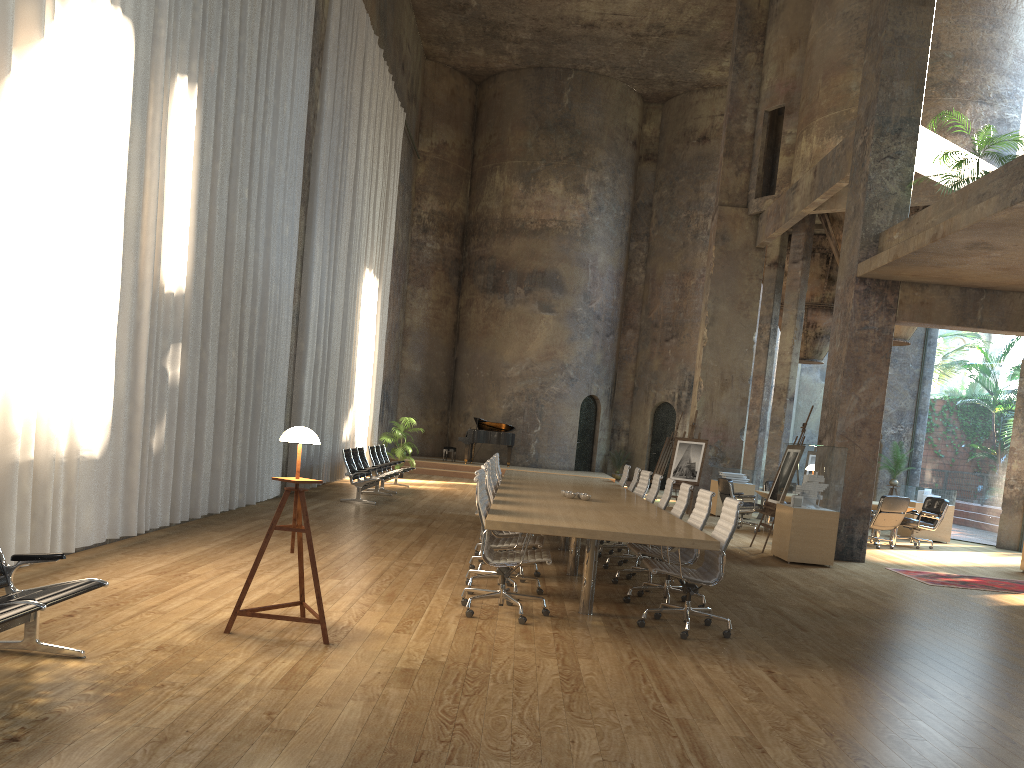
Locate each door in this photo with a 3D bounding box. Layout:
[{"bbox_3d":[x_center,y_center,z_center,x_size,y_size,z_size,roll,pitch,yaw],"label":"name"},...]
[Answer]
[{"bbox_3d":[4.512,1.849,26.246,0.893,2.652,0.111,9,6,43],"label":"door"},{"bbox_3d":[2.173,1.464,26.252,0.905,2.315,0.090,2,6,-41],"label":"door"}]

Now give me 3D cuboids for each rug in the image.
[{"bbox_3d":[6.200,2.538,11.112,2.462,0.009,1.341,5,-3,1],"label":"rug"}]

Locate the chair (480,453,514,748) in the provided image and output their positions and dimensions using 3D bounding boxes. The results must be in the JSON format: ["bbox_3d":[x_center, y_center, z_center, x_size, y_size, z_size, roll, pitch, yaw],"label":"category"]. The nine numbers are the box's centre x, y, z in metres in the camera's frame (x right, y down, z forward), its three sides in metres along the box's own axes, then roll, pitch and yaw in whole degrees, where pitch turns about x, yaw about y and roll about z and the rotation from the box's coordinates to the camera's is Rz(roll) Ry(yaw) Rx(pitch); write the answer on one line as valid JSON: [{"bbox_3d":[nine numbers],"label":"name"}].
[{"bbox_3d":[2.839,1.814,12.827,12.948,1.038,31.374,5,-3,1],"label":"chair"}]

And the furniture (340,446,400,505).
[{"bbox_3d":[-2.372,1.519,14.840,0.708,0.847,1.864,5,-2,1],"label":"furniture"}]

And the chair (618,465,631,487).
[{"bbox_3d":[1.371,1.674,12.880,0.698,1.033,0.662,6,2,6],"label":"chair"}]

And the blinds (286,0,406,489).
[{"bbox_3d":[-3.030,-2.393,17.649,0.275,8.709,7.786,5,1,2],"label":"blinds"}]

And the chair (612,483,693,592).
[{"bbox_3d":[1.358,1.444,8.460,0.698,1.033,0.662,6,2,6],"label":"chair"}]

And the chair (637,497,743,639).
[{"bbox_3d":[1.336,1.346,6.599,0.698,1.033,0.662,6,2,6],"label":"chair"}]

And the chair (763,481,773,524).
[{"bbox_3d":[4.954,2.238,16.061,0.728,0.899,0.818,5,1,7],"label":"chair"}]

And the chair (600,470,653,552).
[{"bbox_3d":[1.395,1.588,11.164,0.699,1.033,0.661,5,2,0],"label":"chair"}]

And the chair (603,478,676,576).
[{"bbox_3d":[1.365,1.491,9.356,0.697,1.033,0.662,6,2,9],"label":"chair"}]

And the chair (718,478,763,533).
[{"bbox_3d":[3.999,2.110,15.317,0.821,0.899,0.725,5,2,-3],"label":"chair"}]

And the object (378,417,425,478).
[{"bbox_3d":[-2.632,1.493,20.714,1.093,1.468,1.120,5,2,-8],"label":"object"}]

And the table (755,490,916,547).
[{"bbox_3d":[5.537,2.348,15.307,2.409,0.705,1.099,5,-1,0],"label":"table"}]

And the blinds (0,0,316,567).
[{"bbox_3d":[-3.129,-2.847,9.030,0.275,8.709,7.786,5,1,2],"label":"blinds"}]

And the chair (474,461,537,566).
[{"bbox_3d":[-0.029,1.357,9.264,0.698,1.033,0.662,6,2,6],"label":"chair"}]

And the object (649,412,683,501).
[{"bbox_3d":[3.420,1.664,19.380,0.680,2.164,0.700,7,4,27],"label":"object"}]

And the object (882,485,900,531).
[{"bbox_3d":[7.816,2.559,17.920,0.566,0.980,0.659,7,3,37],"label":"object"}]

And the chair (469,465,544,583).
[{"bbox_3d":[-0.028,1.309,8.334,0.699,1.033,0.661,5,2,0],"label":"chair"}]

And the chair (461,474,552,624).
[{"bbox_3d":[-0.019,1.221,6.618,0.698,1.033,0.662,6,2,6],"label":"chair"}]

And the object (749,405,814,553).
[{"bbox_3d":[3.906,1.349,12.431,0.685,2.164,0.695,5,4,0],"label":"object"}]

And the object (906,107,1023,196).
[{"bbox_3d":[5.855,-2.461,11.159,1.399,1.823,1.350,5,2,6],"label":"object"}]

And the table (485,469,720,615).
[{"bbox_3d":[0.627,1.579,9.829,1.600,0.763,7.682,5,-3,1],"label":"table"}]

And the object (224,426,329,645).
[{"bbox_3d":[-1.274,0.914,5.386,0.566,1.307,0.658,8,4,34],"label":"object"}]

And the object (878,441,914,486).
[{"bbox_3d":[7.749,1.598,17.921,0.858,0.947,0.684,5,2,3],"label":"object"}]

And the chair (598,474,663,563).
[{"bbox_3d":[1.378,1.538,10.234,0.698,1.033,0.662,6,2,6],"label":"chair"}]

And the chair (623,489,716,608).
[{"bbox_3d":[1.349,1.396,7.545,0.698,1.033,0.661,5,2,4],"label":"chair"}]

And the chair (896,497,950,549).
[{"bbox_3d":[7.030,2.390,15.290,0.821,0.899,0.725,5,2,-5],"label":"chair"}]

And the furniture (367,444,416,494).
[{"bbox_3d":[-2.344,1.645,17.221,0.708,0.847,1.864,5,-2,1],"label":"furniture"}]

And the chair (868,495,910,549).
[{"bbox_3d":[6.045,2.264,14.610,0.732,0.899,0.813,4,1,-26],"label":"chair"}]

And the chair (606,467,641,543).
[{"bbox_3d":[1.396,1.632,12.018,0.697,1.033,0.662,6,2,9],"label":"chair"}]

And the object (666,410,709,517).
[{"bbox_3d":[3.504,1.574,17.496,0.696,2.164,0.684,8,5,32],"label":"object"}]

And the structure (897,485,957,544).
[{"bbox_3d":[7.947,2.497,16.911,0.735,1.022,0.739,5,2,1],"label":"structure"}]

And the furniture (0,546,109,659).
[{"bbox_3d":[-2.446,0.934,3.648,0.708,0.847,1.864,5,-2,1],"label":"furniture"}]

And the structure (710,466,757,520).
[{"bbox_3d":[4.560,2.251,18.233,0.743,1.022,0.731,5,2,1],"label":"structure"}]

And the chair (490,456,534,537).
[{"bbox_3d":[-0.008,1.451,11.038,0.698,1.033,0.662,6,2,6],"label":"chair"}]

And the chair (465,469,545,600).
[{"bbox_3d":[-0.038,1.264,7.480,0.697,1.033,0.662,6,2,9],"label":"chair"}]

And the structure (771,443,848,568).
[{"bbox_3d":[3.892,1.577,11.564,0.594,1.560,0.737,5,3,1],"label":"structure"}]

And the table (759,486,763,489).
[{"bbox_3d":[5.425,2.735,21.515,1.870,0.550,0.937,5,-1,0],"label":"table"}]

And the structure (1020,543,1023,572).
[{"bbox_3d":[7.810,1.987,12.463,0.594,1.560,0.737,5,3,1],"label":"structure"}]

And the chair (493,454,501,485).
[{"bbox_3d":[0.001,1.499,11.953,0.698,1.033,0.661,5,2,4],"label":"chair"}]

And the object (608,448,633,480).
[{"bbox_3d":[3.274,2.423,26.729,0.909,0.998,0.904,6,1,12],"label":"object"}]

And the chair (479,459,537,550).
[{"bbox_3d":[-0.016,1.404,10.142,0.697,1.033,0.662,6,2,9],"label":"chair"}]
